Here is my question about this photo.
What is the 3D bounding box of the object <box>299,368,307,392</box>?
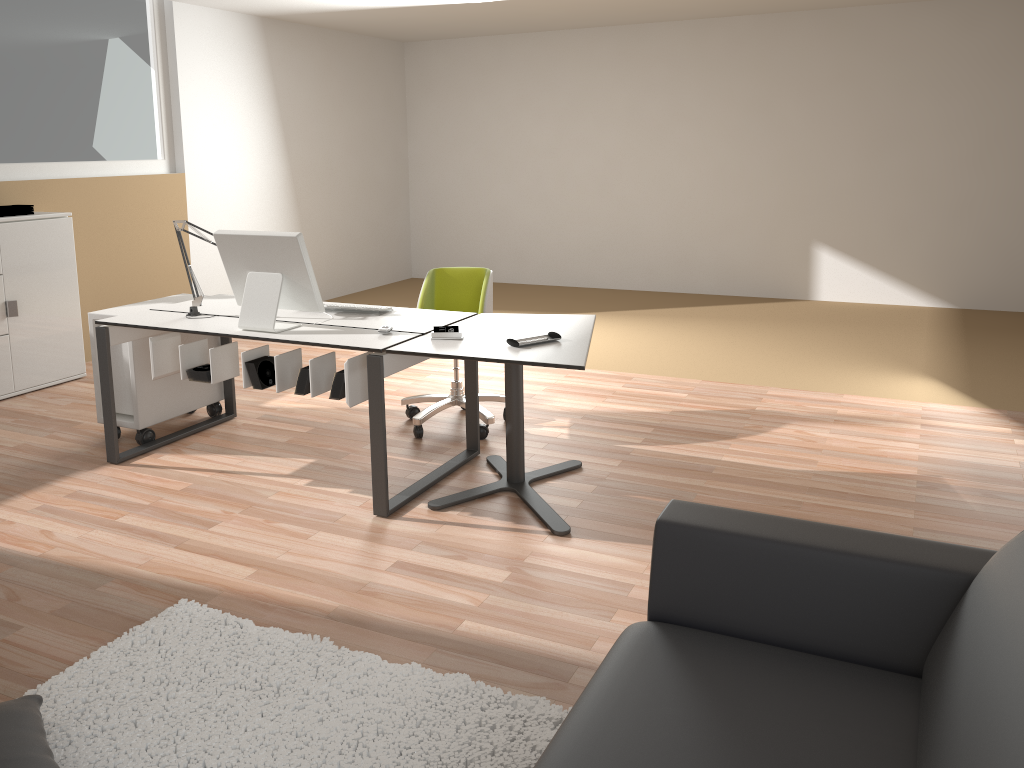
[{"bbox_3d":[-0.837,-0.024,3.679,0.040,0.111,0.135,3,13,25],"label":"object"}]

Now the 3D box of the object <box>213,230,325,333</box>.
[{"bbox_3d":[-1.062,-0.456,3.834,0.468,0.423,0.201,5,11,26],"label":"object"}]

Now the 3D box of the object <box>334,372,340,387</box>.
[{"bbox_3d":[-0.686,-0.008,3.607,0.040,0.111,0.135,3,13,25],"label":"object"}]

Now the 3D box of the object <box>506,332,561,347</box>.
[{"bbox_3d":[0.087,-0.177,3.477,0.217,0.030,0.091,-11,18,-33],"label":"object"}]

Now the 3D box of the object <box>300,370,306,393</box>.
[{"bbox_3d":[-0.831,-0.023,3.676,0.040,0.111,0.135,3,13,25],"label":"object"}]

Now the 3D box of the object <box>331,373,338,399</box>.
[{"bbox_3d":[-0.688,-0.007,3.607,0.040,0.111,0.135,3,13,25],"label":"object"}]

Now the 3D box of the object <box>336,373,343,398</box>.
[{"bbox_3d":[-0.667,-0.005,3.597,0.040,0.111,0.135,3,13,25],"label":"object"}]

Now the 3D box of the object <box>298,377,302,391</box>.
[{"bbox_3d":[-0.841,-0.025,3.681,0.040,0.111,0.135,3,13,25],"label":"object"}]

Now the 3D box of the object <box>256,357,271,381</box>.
[{"bbox_3d":[-1.049,-0.048,3.781,0.040,0.111,0.135,3,13,25],"label":"object"}]

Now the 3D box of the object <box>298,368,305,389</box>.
[{"bbox_3d":[-0.844,-0.025,3.682,0.040,0.111,0.135,3,13,25],"label":"object"}]

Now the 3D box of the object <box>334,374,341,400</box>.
[{"bbox_3d":[-0.673,-0.006,3.600,0.040,0.111,0.135,3,13,25],"label":"object"}]

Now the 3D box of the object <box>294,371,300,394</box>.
[{"bbox_3d":[-0.858,-0.026,3.689,0.040,0.111,0.135,3,13,25],"label":"object"}]

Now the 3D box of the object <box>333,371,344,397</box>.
[{"bbox_3d":[-0.680,-0.007,3.604,0.040,0.111,0.135,3,13,25],"label":"object"}]

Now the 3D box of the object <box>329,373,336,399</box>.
[{"bbox_3d":[-0.696,-0.008,3.611,0.040,0.111,0.135,3,13,25],"label":"object"}]

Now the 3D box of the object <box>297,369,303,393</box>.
[{"bbox_3d":[-0.845,-0.025,3.683,0.040,0.111,0.135,3,13,25],"label":"object"}]

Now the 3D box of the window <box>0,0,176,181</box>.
[{"bbox_3d":[-3.504,-2.106,5.309,0.045,1.759,3.709,3,14,25],"label":"window"}]

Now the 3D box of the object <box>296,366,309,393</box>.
[{"bbox_3d":[-0.849,-0.025,3.685,0.040,0.111,0.135,3,13,25],"label":"object"}]

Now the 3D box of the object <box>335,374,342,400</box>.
[{"bbox_3d":[-0.669,-0.005,3.598,0.040,0.111,0.135,3,13,25],"label":"object"}]

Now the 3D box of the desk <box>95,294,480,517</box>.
[{"bbox_3d":[-1.049,0.020,4.168,1.606,0.673,0.820,6,14,25],"label":"desk"}]

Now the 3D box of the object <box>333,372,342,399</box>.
[{"bbox_3d":[-0.678,-0.007,3.603,0.040,0.111,0.135,3,13,25],"label":"object"}]

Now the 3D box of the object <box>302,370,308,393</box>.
[{"bbox_3d":[-0.822,-0.022,3.672,0.040,0.111,0.135,3,13,25],"label":"object"}]

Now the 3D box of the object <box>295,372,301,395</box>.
[{"bbox_3d":[-0.852,-0.026,3.686,0.040,0.111,0.135,3,13,25],"label":"object"}]

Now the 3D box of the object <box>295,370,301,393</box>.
[{"bbox_3d":[-0.854,-0.026,3.687,0.040,0.111,0.135,3,13,25],"label":"object"}]

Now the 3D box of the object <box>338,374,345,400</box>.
[{"bbox_3d":[-0.656,-0.004,3.592,0.040,0.111,0.135,3,13,25],"label":"object"}]

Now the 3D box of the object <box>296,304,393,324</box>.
[{"bbox_3d":[-0.852,-0.317,4.137,0.457,0.078,0.396,5,16,20],"label":"object"}]

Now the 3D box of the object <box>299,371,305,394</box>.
[{"bbox_3d":[-0.835,-0.024,3.678,0.040,0.111,0.135,3,13,25],"label":"object"}]

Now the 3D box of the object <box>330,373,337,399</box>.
[{"bbox_3d":[-0.692,-0.008,3.609,0.040,0.111,0.135,3,13,25],"label":"object"}]

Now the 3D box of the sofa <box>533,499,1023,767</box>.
[{"bbox_3d":[0.288,0.800,0.900,0.954,0.817,2.304,5,15,25],"label":"sofa"}]

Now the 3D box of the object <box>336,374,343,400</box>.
[{"bbox_3d":[-0.665,-0.005,3.596,0.040,0.111,0.135,3,13,25],"label":"object"}]

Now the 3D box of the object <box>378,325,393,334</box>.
[{"bbox_3d":[-0.534,-0.230,3.713,0.047,0.020,0.086,0,15,5],"label":"object"}]

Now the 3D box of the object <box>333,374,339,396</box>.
[{"bbox_3d":[-0.681,-0.007,3.604,0.040,0.111,0.135,3,13,25],"label":"object"}]

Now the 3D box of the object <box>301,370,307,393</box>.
[{"bbox_3d":[-0.827,-0.023,3.674,0.040,0.111,0.135,3,13,25],"label":"object"}]

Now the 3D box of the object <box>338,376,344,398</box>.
[{"bbox_3d":[-0.659,-0.004,3.593,0.040,0.111,0.135,3,13,25],"label":"object"}]

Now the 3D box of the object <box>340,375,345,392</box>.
[{"bbox_3d":[-0.655,-0.004,3.592,0.040,0.111,0.135,3,13,25],"label":"object"}]

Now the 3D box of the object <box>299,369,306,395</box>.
[{"bbox_3d":[-0.833,-0.024,3.677,0.040,0.111,0.135,3,13,25],"label":"object"}]

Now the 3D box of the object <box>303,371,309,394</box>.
[{"bbox_3d":[-0.816,-0.022,3.669,0.040,0.111,0.135,3,13,25],"label":"object"}]

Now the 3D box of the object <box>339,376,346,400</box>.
[{"bbox_3d":[-0.654,-0.004,3.591,0.040,0.111,0.135,3,13,25],"label":"object"}]

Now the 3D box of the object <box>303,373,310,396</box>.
[{"bbox_3d":[-0.814,-0.022,3.668,0.040,0.111,0.135,3,13,25],"label":"object"}]

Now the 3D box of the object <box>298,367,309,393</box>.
[{"bbox_3d":[-0.839,-0.025,3.680,0.040,0.111,0.135,3,13,25],"label":"object"}]

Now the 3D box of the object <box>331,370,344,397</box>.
[{"bbox_3d":[-0.690,-0.008,3.608,0.040,0.111,0.135,3,13,25],"label":"object"}]

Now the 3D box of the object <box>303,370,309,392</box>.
[{"bbox_3d":[-0.818,-0.022,3.670,0.040,0.111,0.135,3,13,25],"label":"object"}]

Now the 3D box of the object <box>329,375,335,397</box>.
[{"bbox_3d":[-0.698,-0.009,3.612,0.040,0.111,0.135,3,13,25],"label":"object"}]

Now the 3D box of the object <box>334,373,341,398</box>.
[{"bbox_3d":[-0.675,-0.006,3.601,0.040,0.111,0.135,3,13,25],"label":"object"}]

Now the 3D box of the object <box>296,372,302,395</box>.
[{"bbox_3d":[-0.847,-0.025,3.684,0.040,0.111,0.135,3,13,25],"label":"object"}]

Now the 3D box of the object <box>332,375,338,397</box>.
[{"bbox_3d":[-0.686,-0.007,3.606,0.040,0.111,0.135,3,13,25],"label":"object"}]

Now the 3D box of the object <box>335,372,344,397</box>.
[{"bbox_3d":[-0.671,-0.006,3.600,0.040,0.111,0.135,3,13,25],"label":"object"}]

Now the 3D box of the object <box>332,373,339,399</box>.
[{"bbox_3d":[-0.683,-0.007,3.605,0.040,0.111,0.135,3,13,25],"label":"object"}]

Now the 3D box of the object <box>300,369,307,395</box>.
[{"bbox_3d":[-0.829,-0.023,3.675,0.040,0.111,0.135,3,13,25],"label":"object"}]

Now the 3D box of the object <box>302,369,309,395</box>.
[{"bbox_3d":[-0.820,-0.022,3.671,0.040,0.111,0.135,3,13,25],"label":"object"}]

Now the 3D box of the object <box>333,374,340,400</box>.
[{"bbox_3d":[-0.677,-0.006,3.602,0.040,0.111,0.135,3,13,25],"label":"object"}]

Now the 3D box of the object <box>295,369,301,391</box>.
[{"bbox_3d":[-0.856,-0.026,3.688,0.040,0.111,0.135,3,13,25],"label":"object"}]

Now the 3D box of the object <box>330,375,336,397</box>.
[{"bbox_3d":[-0.694,-0.008,3.610,0.040,0.111,0.135,3,13,25],"label":"object"}]

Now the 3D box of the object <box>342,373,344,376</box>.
[{"bbox_3d":[-0.663,-0.005,3.596,0.040,0.111,0.135,3,13,25],"label":"object"}]

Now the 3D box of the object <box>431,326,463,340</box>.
[{"bbox_3d":[-0.265,-0.213,3.589,0.130,0.054,0.050,-1,11,1],"label":"object"}]

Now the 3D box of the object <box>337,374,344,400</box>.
[{"bbox_3d":[-0.661,-0.004,3.594,0.040,0.111,0.135,3,13,25],"label":"object"}]

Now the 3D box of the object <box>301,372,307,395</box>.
[{"bbox_3d":[-0.825,-0.023,3.673,0.040,0.111,0.135,3,13,25],"label":"object"}]
